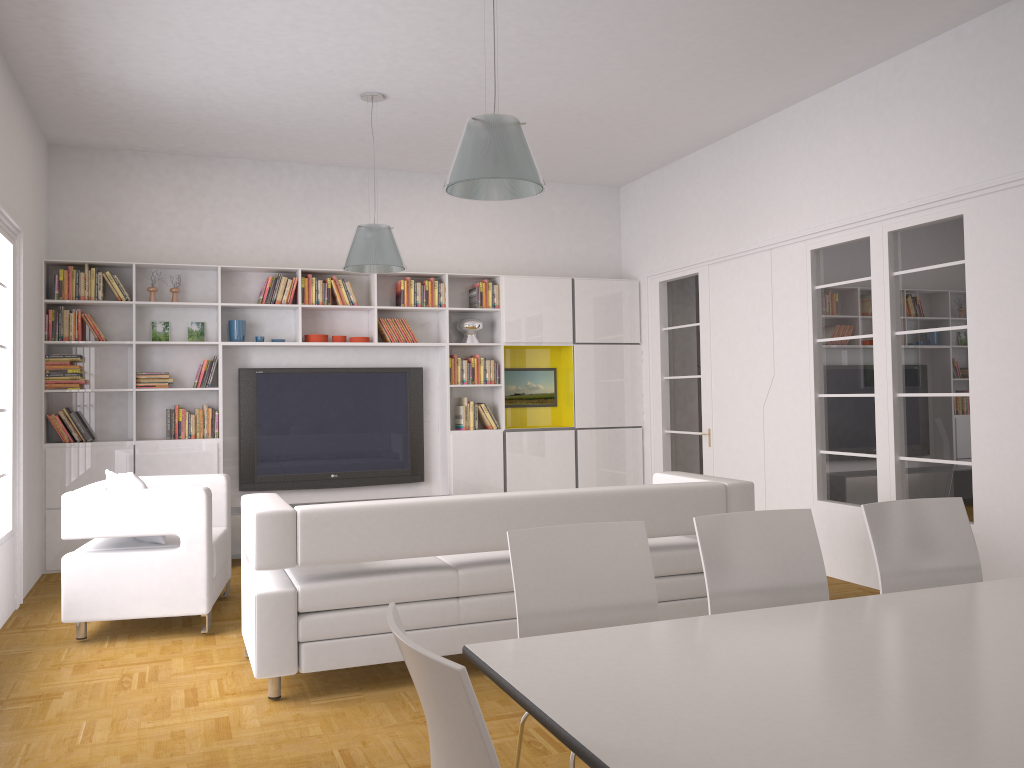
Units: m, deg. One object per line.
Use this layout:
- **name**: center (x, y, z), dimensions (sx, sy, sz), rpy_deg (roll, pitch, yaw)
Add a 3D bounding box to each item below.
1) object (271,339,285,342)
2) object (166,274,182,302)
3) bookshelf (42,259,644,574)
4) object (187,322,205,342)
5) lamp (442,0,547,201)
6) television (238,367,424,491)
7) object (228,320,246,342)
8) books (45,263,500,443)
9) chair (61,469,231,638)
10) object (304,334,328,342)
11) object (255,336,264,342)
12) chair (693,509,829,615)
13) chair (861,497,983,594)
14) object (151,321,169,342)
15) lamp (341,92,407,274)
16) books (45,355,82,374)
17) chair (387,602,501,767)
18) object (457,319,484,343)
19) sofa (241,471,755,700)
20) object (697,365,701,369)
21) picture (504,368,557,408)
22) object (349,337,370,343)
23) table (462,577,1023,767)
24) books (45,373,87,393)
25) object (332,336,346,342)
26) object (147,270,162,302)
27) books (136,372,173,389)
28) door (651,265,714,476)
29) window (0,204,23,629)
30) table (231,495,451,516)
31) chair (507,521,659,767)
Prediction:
- **object**: center (-2.055, -0.375, 7.798), dimensions (0.124, 0.032, 0.123), rpy_deg (0, -1, -35)
- **object**: center (-2.909, -0.806, 7.547), dimensions (0.179, 0.260, 0.119), rpy_deg (-1, -2, 0)
- **bookshelf**: center (-1.262, 0.223, 8.118), dimensions (5.365, 2.481, 0.389), rpy_deg (-1, -2, -21)
- **object**: center (-2.732, -0.446, 7.671), dimensions (0.144, 0.190, 0.051), rpy_deg (0, -2, -21)
- **lamp**: center (-0.087, -1.487, 3.961), dimensions (0.464, 1.250, 0.464), rpy_deg (0, -2, -21)
- **television**: center (-1.615, 0.397, 8.046), dimensions (1.660, 1.088, 0.082), rpy_deg (-1, -2, -21)
- **object**: center (-2.380, -0.451, 7.677), dimensions (0.147, 0.193, 0.147), rpy_deg (0, -2, -32)
- **books**: center (-1.952, -0.269, 7.838), dimensions (3.862, 1.456, 0.235), rpy_deg (-1, -2, -21)
- **chair**: center (-2.203, 0.968, 5.494), dimensions (0.801, 0.912, 1.095), rpy_deg (-1, -1, -11)
- **object**: center (-1.749, -0.400, 7.928), dimensions (0.211, 0.073, 0.210), rpy_deg (-2, -1, 44)
- **object**: center (-2.202, -0.385, 7.742), dimensions (0.078, 0.056, 0.078), rpy_deg (-1, -1, 4)
- **chair**: center (0.916, 0.900, 2.784), dimensions (0.561, 0.932, 0.575), rpy_deg (0, -2, -21)
- **chair**: center (1.571, 0.892, 3.033), dimensions (0.561, 0.932, 0.575), rpy_deg (0, -2, -21)
- **object**: center (-3.002, -0.442, 7.569), dimensions (0.144, 0.190, 0.051), rpy_deg (0, -2, -21)
- **lamp**: center (-0.991, -1.442, 6.337), dimensions (0.464, 1.250, 0.464), rpy_deg (0, -2, -21)
- **books**: center (-3.641, -0.159, 7.207), dimensions (0.252, 0.153, 0.207), rpy_deg (-1, -1, -21)
- **chair**: center (0.073, 0.900, 1.648), dimensions (0.575, 0.932, 0.560), rpy_deg (0, -2, -21)
- **object**: center (-0.397, -0.494, 8.441), dimensions (0.256, 0.239, 0.256), rpy_deg (-1, -1, -13)
- **sofa**: center (-0.042, 0.967, 4.705), dimensions (2.623, 0.849, 0.822), rpy_deg (-1, -1, -21)
- **object**: center (2.298, 0.424, 8.965), dimensions (0.885, 2.006, 0.589), rpy_deg (-1, -2, 0)
- **picture**: center (0.163, 0.037, 8.777), dimensions (0.609, 0.388, 0.007), rpy_deg (-1, -2, -21)
- **object**: center (-1.383, -0.395, 8.047), dimensions (0.182, 0.054, 0.182), rpy_deg (-1, -1, -24)
- **table**: center (1.223, 0.986, 2.063), dimensions (2.411, 0.723, 1.210), rpy_deg (-1, -1, -21)
- **books**: center (-3.624, -0.010, 7.207), dimensions (0.284, 0.153, 0.207), rpy_deg (-1, -1, -21)
- **object**: center (-1.558, -0.396, 8.000), dimensions (0.128, 0.073, 0.129), rpy_deg (-1, -1, -24)
- **object**: center (-3.015, -0.815, 7.489), dimensions (0.120, 0.279, 0.179), rpy_deg (-1, -2, -15)
- **books**: center (-2.998, -0.018, 7.445), dimensions (0.284, 0.153, 0.207), rpy_deg (-1, -1, -21)
- **door**: center (1.586, 0.189, 8.219), dimensions (0.139, 2.456, 1.008), rpy_deg (0, -2, -21)
- **window**: center (-2.741, 0.177, 4.296), dimensions (0.195, 2.529, 3.348), rpy_deg (0, -1, -21)
- **table**: center (-1.425, 1.243, 7.594), dimensions (1.973, 0.435, 0.437), rpy_deg (-1, -1, -21)
- **chair**: center (0.299, 0.908, 2.549), dimensions (0.561, 0.932, 0.575), rpy_deg (0, -2, -21)
